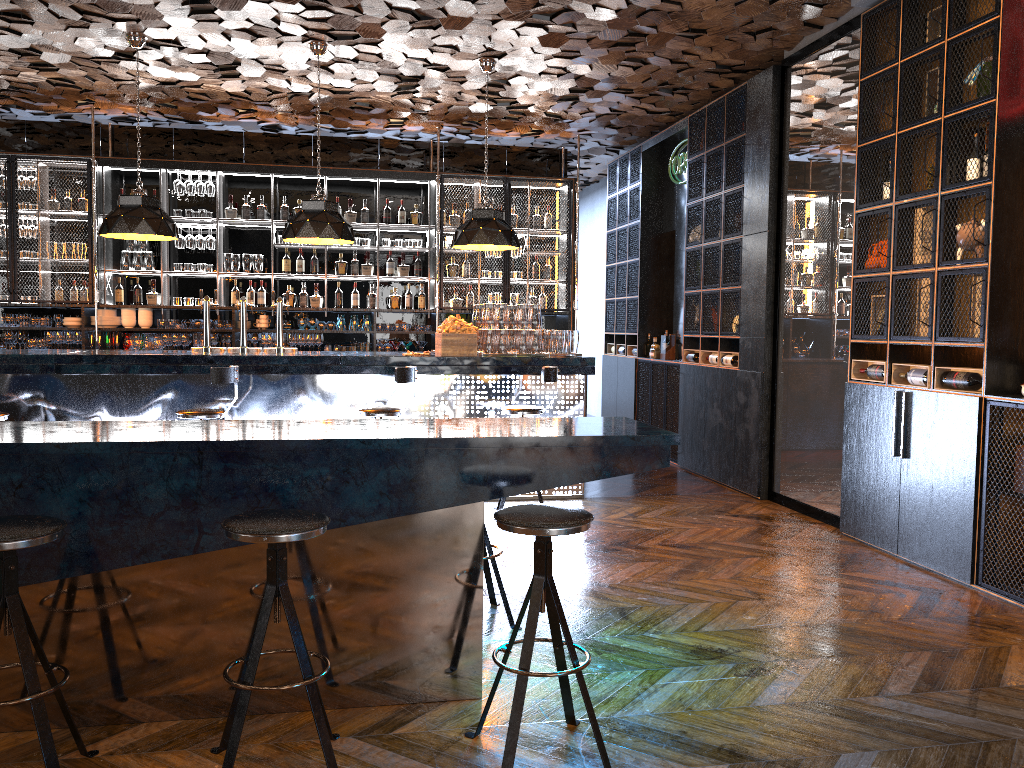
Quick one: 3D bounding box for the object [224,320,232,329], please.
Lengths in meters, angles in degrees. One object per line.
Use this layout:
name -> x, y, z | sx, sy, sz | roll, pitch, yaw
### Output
object -> -3.050, -0.637, 9.524 | 0.095, 0.096, 0.095 | 2, 4, 13

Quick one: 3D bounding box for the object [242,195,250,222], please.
object -> -2.884, -1.902, 9.614 | 0.083, 0.282, 0.083 | -1, 4, -26

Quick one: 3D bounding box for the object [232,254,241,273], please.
object -> -3.016, -1.308, 9.681 | 0.105, 0.209, 0.105 | 3, 4, 34

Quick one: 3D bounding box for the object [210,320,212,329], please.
object -> -3.271, -0.642, 9.523 | 0.093, 0.099, 0.093 | -2, 5, -40

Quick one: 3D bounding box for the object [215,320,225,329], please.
object -> -3.106, -0.633, 9.440 | 0.095, 0.096, 0.095 | -2, 5, -37

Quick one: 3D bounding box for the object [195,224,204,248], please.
object -> -3.333, -1.575, 9.453 | 0.092, 0.244, 0.092 | 4, 5, 39

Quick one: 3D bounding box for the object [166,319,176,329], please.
object -> -3.615, -0.637, 9.396 | 0.089, 0.100, 0.100 | 2, 4, 25

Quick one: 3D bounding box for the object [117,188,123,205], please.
object -> -4.133, -1.919, 9.395 | 0.086, 0.298, 0.086 | 4, 5, 37

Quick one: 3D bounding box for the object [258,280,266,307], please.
object -> -2.740, -0.986, 9.712 | 0.086, 0.298, 0.086 | 4, 5, 37

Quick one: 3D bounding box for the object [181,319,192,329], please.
object -> -3.461, -0.638, 9.431 | 0.109, 0.100, 0.109 | -1, 4, -28

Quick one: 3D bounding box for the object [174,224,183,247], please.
object -> -3.538, -1.575, 9.412 | 0.092, 0.244, 0.092 | 4, 5, 39

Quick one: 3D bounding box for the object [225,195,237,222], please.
object -> -3.039, -1.900, 9.584 | 0.123, 0.279, 0.123 | -1, 4, -23

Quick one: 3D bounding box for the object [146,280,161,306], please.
object -> -3.827, -0.973, 9.474 | 0.123, 0.279, 0.123 | 1, 4, 2

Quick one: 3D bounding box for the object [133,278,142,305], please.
object -> -3.979, -0.983, 9.431 | 0.086, 0.297, 0.086 | 2, 4, 23

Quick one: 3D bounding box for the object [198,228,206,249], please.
object -> -3.366, -1.586, 9.614 | 0.092, 0.244, 0.092 | 4, 5, 39

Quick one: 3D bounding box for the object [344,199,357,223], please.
object -> -1.790, -1.906, 9.817 | 0.123, 0.279, 0.123 | -1, 4, -22

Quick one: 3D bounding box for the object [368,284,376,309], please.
object -> -1.570, -0.977, 9.938 | 0.083, 0.282, 0.083 | -1, 4, -26

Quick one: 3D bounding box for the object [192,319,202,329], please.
object -> -3.355, -0.638, 9.448 | 0.093, 0.099, 0.093 | 1, 4, 5

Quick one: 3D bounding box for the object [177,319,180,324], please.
object -> -3.653, -0.651, 9.614 | 0.089, 0.100, 0.100 | 0, 4, -18

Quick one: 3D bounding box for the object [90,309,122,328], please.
object -> -4.265, -0.688, 9.323 | 0.306, 0.195, 0.300 | 0, 4, -10

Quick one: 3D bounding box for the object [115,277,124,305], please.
object -> -4.173, -0.984, 9.424 | 0.086, 0.299, 0.086 | 4, 5, 37

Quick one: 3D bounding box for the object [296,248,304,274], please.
object -> -2.337, -1.350, 9.792 | 0.086, 0.298, 0.086 | 4, 5, 37

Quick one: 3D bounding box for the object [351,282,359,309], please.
object -> -1.751, -0.986, 9.909 | 0.086, 0.298, 0.086 | 4, 5, 37

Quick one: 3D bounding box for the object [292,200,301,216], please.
object -> -2.329, -1.891, 9.724 | 0.151, 0.248, 0.094 | 0, 4, -8

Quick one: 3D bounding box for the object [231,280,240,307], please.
object -> -3.010, -0.984, 9.656 | 0.086, 0.299, 0.086 | 4, 5, 37

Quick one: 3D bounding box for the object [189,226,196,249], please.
object -> -3.463, -1.586, 9.595 | 0.092, 0.244, 0.092 | 4, 5, 39

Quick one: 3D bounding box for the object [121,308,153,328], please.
object -> -3.955, -0.697, 9.350 | 0.309, 0.216, 0.149 | 0, 4, -14

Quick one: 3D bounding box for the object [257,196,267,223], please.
object -> -2.721, -1.903, 9.646 | 0.083, 0.282, 0.083 | 1, 4, 4

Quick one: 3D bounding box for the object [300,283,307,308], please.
object -> -2.302, -0.977, 9.792 | 0.083, 0.282, 0.083 | 0, 4, -11

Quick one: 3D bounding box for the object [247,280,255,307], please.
object -> -2.861, -0.987, 9.712 | 0.086, 0.298, 0.086 | 4, 5, 37

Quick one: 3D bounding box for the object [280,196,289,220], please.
object -> -2.487, -1.909, 9.692 | 0.083, 0.282, 0.083 | -1, 4, -26

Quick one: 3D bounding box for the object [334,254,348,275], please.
object -> -1.899, -1.322, 9.848 | 0.151, 0.248, 0.094 | -1, 4, -22

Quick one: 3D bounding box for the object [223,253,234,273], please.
object -> -3.056, -1.301, 9.556 | 0.105, 0.209, 0.105 | 3, 4, 34

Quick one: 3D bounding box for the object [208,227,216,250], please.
object -> -3.264, -1.586, 9.634 | 0.092, 0.244, 0.092 | 4, 5, 39

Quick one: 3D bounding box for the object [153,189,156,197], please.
object -> -3.800, -1.917, 9.433 | 0.086, 0.299, 0.086 | 4, 5, 37

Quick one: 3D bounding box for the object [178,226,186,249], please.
object -> -3.571, -1.586, 9.573 | 0.092, 0.244, 0.092 | 4, 5, 39

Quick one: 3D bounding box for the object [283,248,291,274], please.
object -> -2.475, -1.347, 9.739 | 0.086, 0.299, 0.086 | 4, 5, 37

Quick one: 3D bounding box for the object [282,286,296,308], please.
object -> -2.453, -0.959, 9.762 | 0.151, 0.248, 0.094 | -1, 4, -22

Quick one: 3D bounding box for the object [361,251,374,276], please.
object -> -1.609, -1.337, 9.892 | 0.123, 0.279, 0.123 | 1, 4, 2

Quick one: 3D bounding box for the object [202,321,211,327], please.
object -> -3.247, -0.635, 9.422 | 0.093, 0.099, 0.093 | 1, 4, 8

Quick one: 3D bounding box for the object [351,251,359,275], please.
object -> -1.747, -1.340, 9.878 | 0.083, 0.282, 0.083 | 0, 4, -11

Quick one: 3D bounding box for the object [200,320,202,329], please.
object -> -3.376, -0.645, 9.554 | 0.093, 0.099, 0.093 | -1, 4, -24

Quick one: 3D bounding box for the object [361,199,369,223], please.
object -> -1.635, -1.910, 9.862 | 0.083, 0.282, 0.083 | 0, 4, -11

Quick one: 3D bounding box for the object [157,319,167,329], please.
object -> -3.684, -0.633, 9.326 | 0.100, 0.100, 0.089 | 0, 4, -7

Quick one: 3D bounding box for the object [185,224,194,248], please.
object -> -3.431, -1.575, 9.433 | 0.092, 0.244, 0.092 | 4, 5, 39

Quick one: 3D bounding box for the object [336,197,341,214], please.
object -> -1.932, -1.918, 9.810 | 0.086, 0.298, 0.086 | 4, 5, 37

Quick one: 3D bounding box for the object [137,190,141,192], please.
object -> -3.949, -1.905, 9.387 | 0.123, 0.279, 0.123 | -1, 4, -23

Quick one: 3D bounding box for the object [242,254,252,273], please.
object -> -2.874, -1.303, 9.620 | 0.105, 0.209, 0.105 | 3, 4, 34

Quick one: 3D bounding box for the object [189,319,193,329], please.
object -> -3.491, -0.648, 9.586 | 0.109, 0.100, 0.109 | -1, 4, -28

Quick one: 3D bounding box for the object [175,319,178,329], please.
object -> -3.638, -0.645, 9.515 | 0.089, 0.100, 0.100 | 3, 4, 31

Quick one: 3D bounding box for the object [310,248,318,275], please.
object -> -2.182, -1.348, 9.794 | 0.086, 0.297, 0.086 | 4, 5, 37

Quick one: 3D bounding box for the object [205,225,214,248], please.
object -> -3.232, -1.575, 9.473 | 0.092, 0.244, 0.092 | 4, 5, 39

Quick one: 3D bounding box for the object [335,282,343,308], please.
object -> -1.922, -0.984, 9.842 | 0.086, 0.297, 0.086 | 2, 4, 23

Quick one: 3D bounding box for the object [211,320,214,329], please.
object -> -3.285, -0.648, 9.624 | 0.093, 0.099, 0.093 | -1, 4, -24

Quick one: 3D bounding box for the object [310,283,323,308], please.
object -> -2.163, -0.974, 9.806 | 0.123, 0.279, 0.123 | 1, 4, 2
